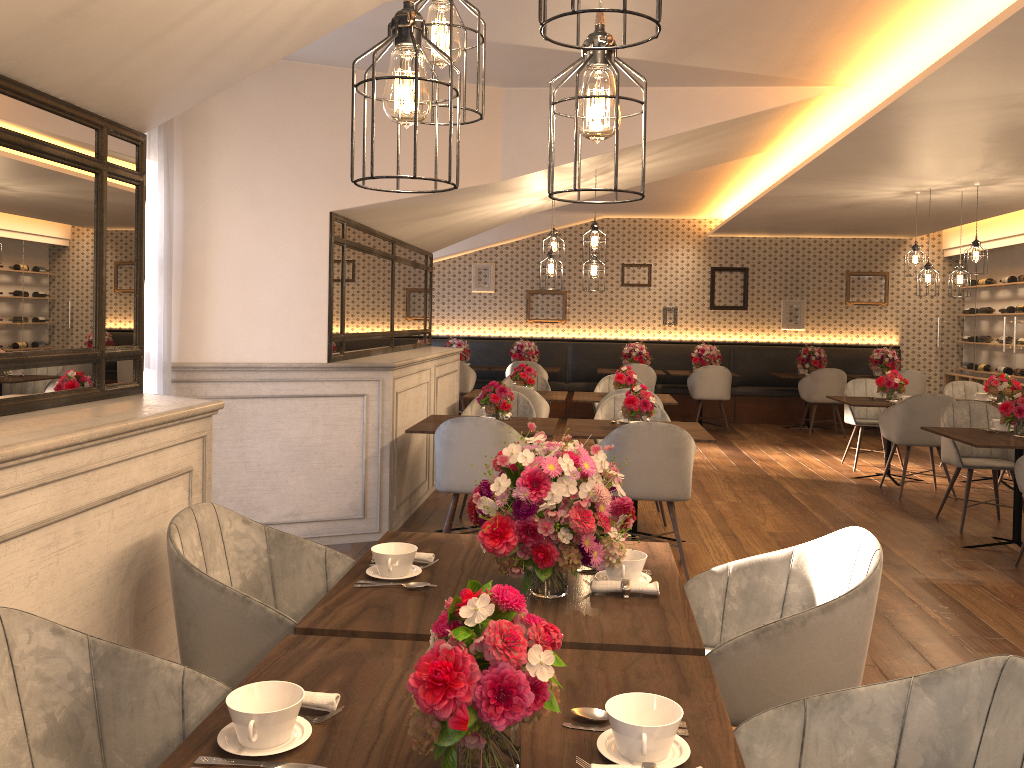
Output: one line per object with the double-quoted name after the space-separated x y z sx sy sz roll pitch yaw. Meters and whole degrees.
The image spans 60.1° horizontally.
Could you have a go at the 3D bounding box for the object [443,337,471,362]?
-0.772 -0.444 12.249 0.420 0.425 0.406 -1 3 -43 "object"

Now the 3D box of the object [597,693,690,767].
0.210 0.555 1.414 0.148 0.072 0.148 -2 5 -42 "object"

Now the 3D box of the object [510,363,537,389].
0.093 -0.054 8.038 0.234 0.301 0.306 0 3 -20 "object"

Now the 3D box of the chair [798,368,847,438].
3.955 0.219 11.230 0.565 0.871 0.527 1 2 5 "chair"

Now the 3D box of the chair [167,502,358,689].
-0.653 0.783 2.448 0.526 0.871 0.566 1 2 5 "chair"

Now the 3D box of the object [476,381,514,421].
-0.118 0.113 5.726 0.234 0.301 0.306 0 3 -20 "object"

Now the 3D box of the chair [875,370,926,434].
4.910 0.244 11.143 0.565 0.871 0.527 1 2 5 "chair"

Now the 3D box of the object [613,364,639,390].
1.029 -0.031 7.965 0.234 0.301 0.305 2 3 24 "object"

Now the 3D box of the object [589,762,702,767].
0.200 0.580 1.301 0.175 0.039 0.056 1 3 5 "object"

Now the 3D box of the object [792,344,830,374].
4.003 -0.321 11.812 0.420 0.425 0.406 -1 3 -43 "object"

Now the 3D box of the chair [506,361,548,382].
0.180 0.121 11.574 0.565 0.871 0.527 1 2 5 "chair"

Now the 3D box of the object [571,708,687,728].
0.201 0.575 1.529 0.197 0.015 0.043 1 4 1 "object"

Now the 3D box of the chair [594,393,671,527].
0.855 0.522 6.346 0.565 0.871 0.527 1 2 5 "chair"

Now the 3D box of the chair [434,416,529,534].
-0.190 0.594 5.108 0.565 0.871 0.527 1 2 5 "chair"

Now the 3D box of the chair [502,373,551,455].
0.111 0.330 8.747 0.565 0.871 0.527 1 2 5 "chair"

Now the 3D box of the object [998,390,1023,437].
3.262 0.184 5.647 0.305 0.301 0.234 0 2 -17 "object"

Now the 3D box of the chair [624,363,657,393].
1.590 0.158 11.445 0.565 0.871 0.527 1 2 5 "chair"

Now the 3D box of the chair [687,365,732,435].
2.545 0.183 11.358 0.565 0.871 0.527 1 2 5 "chair"

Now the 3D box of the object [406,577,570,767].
-0.028 0.440 1.338 0.234 0.301 0.305 2 3 24 "object"

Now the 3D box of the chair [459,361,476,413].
-0.775 0.096 11.661 0.565 0.871 0.527 1 2 5 "chair"

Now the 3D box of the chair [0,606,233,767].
-0.739 0.851 1.513 0.526 0.871 0.566 1 2 5 "chair"

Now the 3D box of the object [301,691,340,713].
-0.389 0.550 1.547 0.175 0.039 0.056 1 3 5 "object"

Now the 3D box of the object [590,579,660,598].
0.285 0.512 2.229 0.175 0.039 0.056 1 3 5 "object"

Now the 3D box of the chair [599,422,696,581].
0.765 0.619 5.021 0.565 0.871 0.527 1 2 5 "chair"

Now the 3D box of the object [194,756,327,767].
-0.381 0.582 1.354 0.211 0.004 0.022 1 4 5 "object"

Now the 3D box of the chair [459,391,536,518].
-0.100 0.498 6.433 0.565 0.871 0.527 1 2 5 "chair"

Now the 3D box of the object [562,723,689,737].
0.190 0.583 1.495 0.211 0.004 0.022 1 4 5 "object"

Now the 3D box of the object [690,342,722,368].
2.614 -0.356 11.925 0.420 0.425 0.406 1 3 7 "object"

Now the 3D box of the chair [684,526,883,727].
0.671 0.816 2.345 0.526 0.871 0.566 1 2 5 "chair"

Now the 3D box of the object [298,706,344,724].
-0.383 0.560 1.512 0.192 0.024 0.025 1 3 5 "object"

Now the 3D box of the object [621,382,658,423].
0.818 0.136 5.653 0.234 0.301 0.305 2 3 24 "object"

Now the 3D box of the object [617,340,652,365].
1.695 -0.386 12.109 0.420 0.425 0.406 -1 3 -41 "object"

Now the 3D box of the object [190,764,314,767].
-0.391 0.579 1.320 0.197 0.015 0.043 1 4 1 "object"

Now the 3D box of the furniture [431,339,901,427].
1.975 -0.034 12.722 7.088 1.081 0.542 1 2 5 "furniture"

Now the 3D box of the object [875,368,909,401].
3.487 0.005 8.115 0.305 0.301 0.234 0 2 -17 "object"

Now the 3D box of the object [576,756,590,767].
0.193 0.584 1.336 0.192 0.024 0.025 1 3 5 "object"

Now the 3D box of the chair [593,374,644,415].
1.066 0.355 8.660 0.565 0.871 0.527 1 2 5 "chair"

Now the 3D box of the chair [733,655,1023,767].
0.586 0.884 1.410 0.526 0.871 0.566 1 2 5 "chair"

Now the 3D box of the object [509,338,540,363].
0.171 -0.419 12.158 0.419 0.425 0.406 1 3 -7 "object"

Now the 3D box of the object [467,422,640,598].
0.098 0.315 2.231 0.419 0.425 0.406 1 3 -7 "object"

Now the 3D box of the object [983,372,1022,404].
4.430 0.031 7.998 0.305 0.301 0.234 2 3 27 "object"

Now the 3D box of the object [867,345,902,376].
4.940 -0.298 11.737 0.420 0.425 0.406 -1 3 -41 "object"

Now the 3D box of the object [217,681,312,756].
-0.399 0.541 1.434 0.148 0.072 0.148 -2 5 -42 "object"
